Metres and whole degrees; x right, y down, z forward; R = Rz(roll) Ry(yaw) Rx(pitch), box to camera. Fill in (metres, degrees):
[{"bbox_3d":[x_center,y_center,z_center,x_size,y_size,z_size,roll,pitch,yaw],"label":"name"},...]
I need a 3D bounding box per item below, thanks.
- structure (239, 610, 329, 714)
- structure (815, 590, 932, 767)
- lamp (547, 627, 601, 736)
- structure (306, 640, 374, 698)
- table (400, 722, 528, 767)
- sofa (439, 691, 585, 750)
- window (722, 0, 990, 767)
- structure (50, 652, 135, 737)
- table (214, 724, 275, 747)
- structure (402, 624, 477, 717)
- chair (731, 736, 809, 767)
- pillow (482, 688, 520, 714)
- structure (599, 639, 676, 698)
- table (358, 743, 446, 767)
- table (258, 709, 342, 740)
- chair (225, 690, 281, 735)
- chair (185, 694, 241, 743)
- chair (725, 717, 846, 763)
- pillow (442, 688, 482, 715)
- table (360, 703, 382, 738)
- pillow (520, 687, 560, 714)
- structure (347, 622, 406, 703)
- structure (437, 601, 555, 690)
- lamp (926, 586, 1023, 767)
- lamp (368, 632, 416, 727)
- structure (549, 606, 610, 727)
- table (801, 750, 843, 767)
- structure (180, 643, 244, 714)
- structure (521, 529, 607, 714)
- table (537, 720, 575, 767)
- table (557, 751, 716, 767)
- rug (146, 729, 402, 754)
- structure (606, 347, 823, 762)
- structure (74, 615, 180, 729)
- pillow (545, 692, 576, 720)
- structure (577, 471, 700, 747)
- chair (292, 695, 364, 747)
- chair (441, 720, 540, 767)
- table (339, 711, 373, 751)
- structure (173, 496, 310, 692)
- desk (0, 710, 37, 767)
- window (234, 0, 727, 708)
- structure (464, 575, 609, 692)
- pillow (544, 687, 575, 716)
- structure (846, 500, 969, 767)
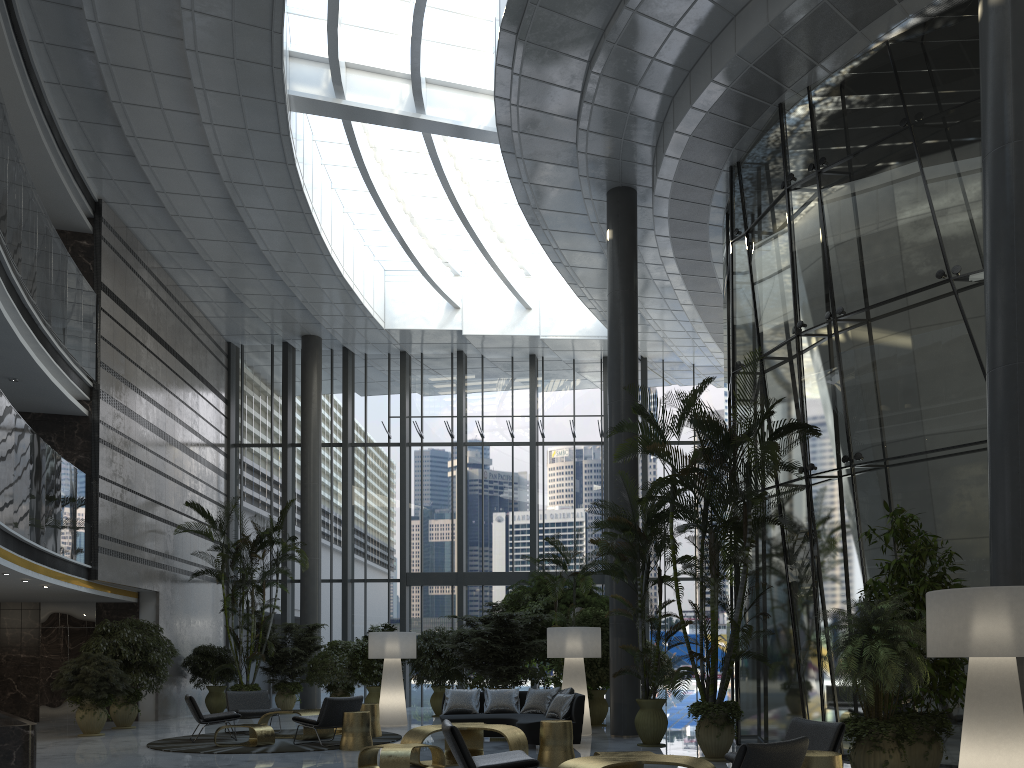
[{"bbox_3d":[-4.912,6.020,18.612,1.891,2.243,1.895,2,-9,-15],"label":"structure"},{"bbox_3d":[3.145,2.653,7.343,0.994,1.733,0.927,2,-6,-17],"label":"structure"},{"bbox_3d":[0.963,4.601,13.268,0.866,1.637,0.831,4,-7,-39],"label":"lamp"},{"bbox_3d":[-3.554,6.142,17.941,1.484,1.572,1.596,6,-11,-31],"label":"structure"},{"bbox_3d":[-0.554,4.160,9.927,1.465,0.412,1.320,1,-16,-5],"label":"table"},{"bbox_3d":[-0.057,4.683,12.001,1.933,0.682,2.080,1,-16,-5],"label":"sofa"},{"bbox_3d":[5.227,1.863,14.600,4.225,7.727,16.023,0,-15,2],"label":"window"},{"bbox_3d":[-6.609,4.863,13.451,1.194,1.297,1.216,-2,-9,12],"label":"structure"},{"bbox_3d":[-3.668,4.800,11.711,0.766,0.262,0.879,7,-18,-23],"label":"table"},{"bbox_3d":[-1.399,5.874,17.573,1.997,1.848,1.713,-7,-11,32],"label":"structure"},{"bbox_3d":[1.445,2.610,5.538,0.752,0.654,0.727,9,-14,-39],"label":"chair"},{"bbox_3d":[-0.143,4.720,12.748,0.609,0.393,0.307,-1,-8,3],"label":"pillow"},{"bbox_3d":[2.262,5.408,15.725,1.484,1.572,1.596,6,-11,-31],"label":"structure"},{"bbox_3d":[-1.205,3.929,8.967,0.790,0.280,0.971,-9,-18,27],"label":"table"},{"bbox_3d":[-3.053,5.116,12.915,1.354,0.385,1.252,-10,-19,29],"label":"table"},{"bbox_3d":[-4.119,5.212,13.615,0.749,0.654,0.731,7,-13,-35],"label":"chair"},{"bbox_3d":[-4.345,4.833,12.424,0.746,0.654,0.733,5,-12,-25],"label":"chair"},{"bbox_3d":[2.180,3.024,6.850,0.738,0.654,0.741,3,-11,-15],"label":"chair"},{"bbox_3d":[-0.747,4.710,12.708,0.611,0.393,0.306,0,-8,-2],"label":"pillow"},{"bbox_3d":[-2.180,5.057,12.888,0.447,0.486,0.452,2,-9,-13],"label":"table"},{"bbox_3d":[0.407,4.635,12.544,0.624,0.404,0.299,-12,-13,41],"label":"pillow"},{"bbox_3d":[-2.754,5.816,17.477,1.232,1.924,1.432,-3,-8,26],"label":"structure"},{"bbox_3d":[-0.293,5.163,16.043,2.256,2.273,2.398,2,-10,-13],"label":"structure"},{"bbox_3d":[3.359,2.267,5.980,0.866,1.637,0.831,4,-7,-39],"label":"lamp"},{"bbox_3d":[-2.130,5.254,15.267,0.829,1.637,0.868,-2,-6,18],"label":"lamp"},{"bbox_3d":[1.464,4.928,15.008,1.552,2.080,1.640,-7,-10,42],"label":"structure"},{"bbox_3d":[2.124,2.845,6.021,0.457,0.490,0.474,0,-9,1],"label":"table"},{"bbox_3d":[-6.320,6.221,18.039,1.121,1.510,1.457,-7,-12,42],"label":"structure"},{"bbox_3d":[0.925,4.085,14.424,1.430,3.390,1.229,1,-4,-15],"label":"structure"},{"bbox_3d":[0.492,3.992,9.523,0.443,0.486,0.456,1,-9,-4],"label":"table"},{"bbox_3d":[0.942,3.141,6.780,1.372,0.386,1.236,1,-16,-5],"label":"table"},{"bbox_3d":[-3.407,5.219,12.573,3.661,0.018,3.585,10,-21,-30],"label":"rug"},{"bbox_3d":[2.297,2.060,9.955,2.479,4.560,2.554,2,-6,-18],"label":"structure"},{"bbox_3d":[-6.681,5.021,14.955,1.616,1.926,2.118,-5,-11,30],"label":"structure"},{"bbox_3d":[0.663,4.330,11.511,0.281,0.359,0.575,3,-13,-25],"label":"pillow"},{"bbox_3d":[1.800,3.064,11.646,1.671,3.651,2.070,1,-6,-15],"label":"structure"},{"bbox_3d":[-2.522,4.621,11.785,0.721,0.654,0.759,-7,-13,34],"label":"chair"},{"bbox_3d":[-0.192,3.051,6.898,0.735,0.654,0.745,2,-11,-10],"label":"chair"},{"bbox_3d":[-2.056,4.579,11.325,0.443,0.486,0.456,1,-9,-4],"label":"table"},{"bbox_3d":[-5.428,4.526,17.579,2.520,4.561,2.509,-1,-6,6],"label":"structure"},{"bbox_3d":[-5.164,3.189,7.247,1.650,0.684,3.180,11,-20,-35],"label":"desk"},{"bbox_3d":[-2.123,0.500,13.403,13.500,9.735,19.523,-3,-15,14],"label":"window"},{"bbox_3d":[0.798,5.359,17.668,3.745,2.888,3.313,-3,-11,12],"label":"structure"},{"bbox_3d":[0.668,4.428,11.890,0.367,0.439,0.647,2,-13,-16],"label":"pillow"},{"bbox_3d":[3.755,2.387,7.980,1.163,2.660,1.049,2,-5,-26],"label":"structure"}]
